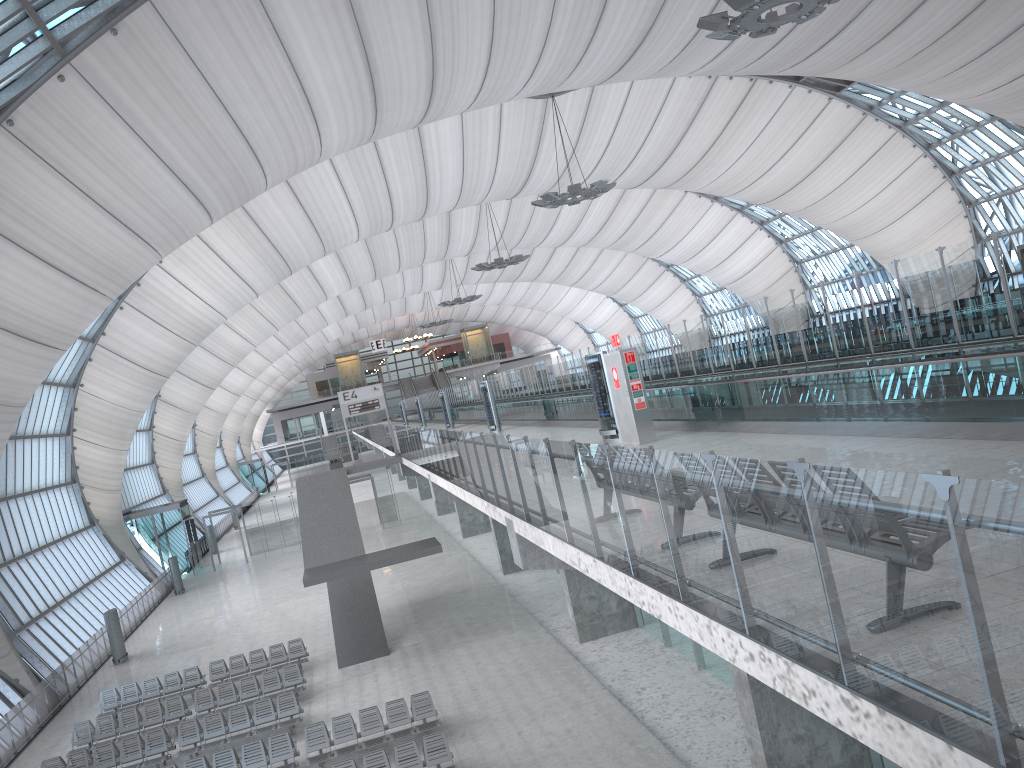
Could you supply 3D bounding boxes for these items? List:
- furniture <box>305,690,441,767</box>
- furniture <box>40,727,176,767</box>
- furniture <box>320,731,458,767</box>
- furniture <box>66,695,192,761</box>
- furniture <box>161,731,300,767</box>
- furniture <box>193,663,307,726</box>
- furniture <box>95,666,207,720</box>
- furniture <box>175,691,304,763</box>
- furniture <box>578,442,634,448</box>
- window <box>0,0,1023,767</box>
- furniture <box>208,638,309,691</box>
[{"bbox_3d":[-2.806,6.956,17.798,2.705,0.913,1.572,-12,0,-12],"label":"furniture"},{"bbox_3d":[-8.779,8.267,19.256,2.705,0.913,1.572,-12,0,-12],"label":"furniture"},{"bbox_3d":[-2.327,6.860,15.447,2.705,0.913,1.572,-12,0,-12],"label":"furniture"},{"bbox_3d":[-9.247,8.361,21.556,2.705,0.913,1.572,-12,0,-12],"label":"furniture"},{"bbox_3d":[-5.526,7.558,17.220,2.705,0.913,1.572,-12,0,-12],"label":"furniture"},{"bbox_3d":[-6.527,7.758,22.135,2.705,0.913,1.572,-12,0,-12],"label":"furniture"},{"bbox_3d":[-9.774,8.466,24.142,2.705,0.913,1.572,-12,0,-12],"label":"furniture"},{"bbox_3d":[-6.058,7.665,19.835,2.705,0.913,1.572,-12,0,-12],"label":"furniture"},{"bbox_3d":[1.318,0.956,8.669,0.713,0.902,2.520,-12,0,-12],"label":"furniture"},{"bbox_3d":[-3.514,-2.785,77.051,50.537,20.004,167.818,-12,0,-12],"label":"window"},{"bbox_3d":[-7.054,7.863,24.720,2.705,0.913,1.572,-12,0,-12],"label":"furniture"}]
